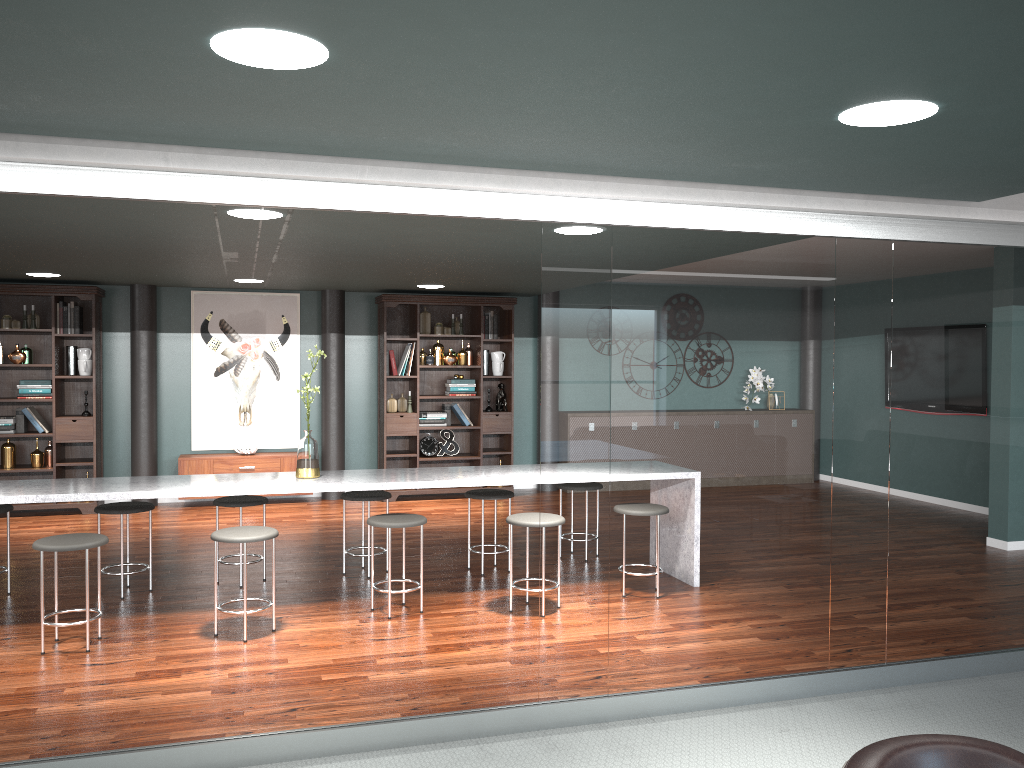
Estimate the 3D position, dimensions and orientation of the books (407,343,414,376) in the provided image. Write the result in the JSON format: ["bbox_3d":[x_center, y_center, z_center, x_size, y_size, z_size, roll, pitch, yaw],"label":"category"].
[{"bbox_3d":[-1.013,-0.244,8.703,0.062,0.322,0.197,0,2,-17],"label":"books"}]

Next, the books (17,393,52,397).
[{"bbox_3d":[-4.156,0.095,7.771,0.286,0.027,0.184,0,2,-17],"label":"books"}]

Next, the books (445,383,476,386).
[{"bbox_3d":[-0.518,0.004,8.871,0.268,0.016,0.205,0,2,-17],"label":"books"}]

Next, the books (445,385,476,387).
[{"bbox_3d":[-0.517,0.020,8.878,0.268,0.016,0.205,0,2,-17],"label":"books"}]

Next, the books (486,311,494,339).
[{"bbox_3d":[-0.224,-0.589,8.940,0.027,0.286,0.184,0,2,-17],"label":"books"}]

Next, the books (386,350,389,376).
[{"bbox_3d":[-1.234,-0.206,8.642,0.042,0.248,0.194,0,2,-17],"label":"books"}]

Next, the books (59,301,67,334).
[{"bbox_3d":[-3.950,-0.579,7.804,0.027,0.286,0.184,0,2,-17],"label":"books"}]

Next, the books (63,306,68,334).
[{"bbox_3d":[-3.916,-0.559,7.814,0.042,0.248,0.194,0,2,-17],"label":"books"}]

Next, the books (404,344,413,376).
[{"bbox_3d":[-1.023,-0.238,8.704,0.063,0.309,0.210,0,2,-17],"label":"books"}]

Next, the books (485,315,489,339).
[{"bbox_3d":[-0.275,-0.569,8.924,0.042,0.248,0.194,0,2,-17],"label":"books"}]

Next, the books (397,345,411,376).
[{"bbox_3d":[-1.067,-0.232,8.696,0.115,0.296,0.210,0,2,-17],"label":"books"}]

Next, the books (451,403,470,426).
[{"bbox_3d":[-0.525,0.304,8.860,0.176,0.227,0.194,0,2,-17],"label":"books"}]

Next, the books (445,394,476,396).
[{"bbox_3d":[-0.517,0.107,8.880,0.268,0.016,0.205,0,2,-17],"label":"books"}]

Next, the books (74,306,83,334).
[{"bbox_3d":[-3.831,-0.559,7.840,0.042,0.248,0.194,0,2,-17],"label":"books"}]

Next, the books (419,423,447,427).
[{"bbox_3d":[-0.807,0.402,8.774,0.286,0.027,0.184,0,2,-17],"label":"books"}]

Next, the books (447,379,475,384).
[{"bbox_3d":[-0.513,-0.025,8.877,0.248,0.042,0.194,0,2,-17],"label":"books"}]

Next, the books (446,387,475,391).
[{"bbox_3d":[-0.517,0.049,8.878,0.248,0.042,0.194,0,2,-17],"label":"books"}]

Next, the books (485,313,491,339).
[{"bbox_3d":[-0.247,-0.580,8.933,0.016,0.268,0.205,0,2,-17],"label":"books"}]

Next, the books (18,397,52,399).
[{"bbox_3d":[-4.158,0.117,7.771,0.268,0.016,0.205,0,2,-17],"label":"books"}]

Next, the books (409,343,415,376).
[{"bbox_3d":[-0.998,-0.244,8.707,0.062,0.322,0.197,0,2,-17],"label":"books"}]

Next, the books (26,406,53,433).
[{"bbox_3d":[-4.133,0.312,7.761,0.166,0.228,0.205,0,2,-17],"label":"books"}]

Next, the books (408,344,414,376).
[{"bbox_3d":[-1.008,-0.238,8.707,0.063,0.309,0.210,0,2,-17],"label":"books"}]

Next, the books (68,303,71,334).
[{"bbox_3d":[-3.888,-0.570,7.823,0.016,0.268,0.205,0,2,-17],"label":"books"}]

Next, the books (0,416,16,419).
[{"bbox_3d":[-4.438,0.289,7.663,0.268,0.016,0.205,0,2,-17],"label":"books"}]

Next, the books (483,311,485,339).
[{"bbox_3d":[-0.309,-0.589,8.914,0.027,0.286,0.184,0,2,-17],"label":"books"}]

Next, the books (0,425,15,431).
[{"bbox_3d":[-4.450,0.376,7.662,0.248,0.042,0.194,0,2,-17],"label":"books"}]

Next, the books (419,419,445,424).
[{"bbox_3d":[-0.809,0.366,8.771,0.248,0.042,0.194,0,2,-17],"label":"books"}]

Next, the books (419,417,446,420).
[{"bbox_3d":[-0.809,0.336,8.771,0.268,0.016,0.205,0,2,-17],"label":"books"}]

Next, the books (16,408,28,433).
[{"bbox_3d":[-4.300,0.316,7.780,0.063,0.214,0.139,0,2,-17],"label":"books"}]

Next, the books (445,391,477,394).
[{"bbox_3d":[-0.515,0.085,8.881,0.286,0.027,0.184,0,2,-17],"label":"books"}]

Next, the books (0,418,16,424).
[{"bbox_3d":[-4.428,0.318,7.667,0.248,0.042,0.194,0,2,-17],"label":"books"}]

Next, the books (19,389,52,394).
[{"bbox_3d":[-4.158,0.060,7.769,0.248,0.042,0.194,0,2,-17],"label":"books"}]

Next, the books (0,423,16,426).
[{"bbox_3d":[-4.451,0.347,7.661,0.268,0.016,0.205,0,2,-17],"label":"books"}]

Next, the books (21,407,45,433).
[{"bbox_3d":[-4.166,0.314,7.750,0.176,0.227,0.194,0,2,-17],"label":"books"}]

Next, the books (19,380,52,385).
[{"bbox_3d":[-4.155,-0.014,7.768,0.248,0.042,0.194,0,2,-17],"label":"books"}]

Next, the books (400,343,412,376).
[{"bbox_3d":[-1.042,-0.241,8.698,0.090,0.316,0.197,0,2,-17],"label":"books"}]

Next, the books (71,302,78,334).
[{"bbox_3d":[-3.865,-0.579,7.830,0.027,0.286,0.184,0,2,-17],"label":"books"}]

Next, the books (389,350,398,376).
[{"bbox_3d":[-1.173,-0.207,8.661,0.084,0.252,0.194,0,2,-17],"label":"books"}]

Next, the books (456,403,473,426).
[{"bbox_3d":[-0.492,0.302,8.870,0.166,0.228,0.205,0,2,-17],"label":"books"}]

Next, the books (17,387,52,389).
[{"bbox_3d":[-4.158,0.030,7.768,0.268,0.016,0.205,0,2,-17],"label":"books"}]

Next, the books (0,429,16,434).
[{"bbox_3d":[-4.448,0.412,7.665,0.286,0.027,0.184,0,2,-17],"label":"books"}]

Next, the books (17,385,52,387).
[{"bbox_3d":[-4.159,0.014,7.762,0.268,0.016,0.205,0,2,-17],"label":"books"}]
